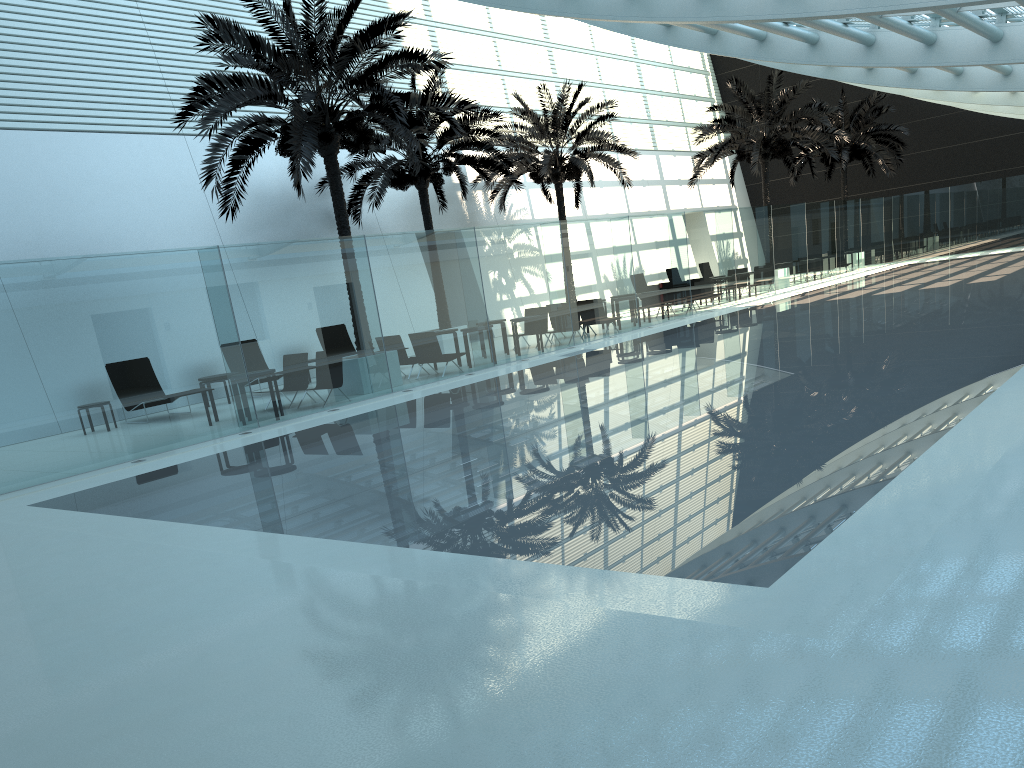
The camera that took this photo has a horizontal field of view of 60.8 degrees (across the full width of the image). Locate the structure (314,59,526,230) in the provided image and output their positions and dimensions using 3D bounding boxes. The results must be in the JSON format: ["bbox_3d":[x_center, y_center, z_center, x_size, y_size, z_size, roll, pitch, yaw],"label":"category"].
[{"bbox_3d":[-2.154,-4.148,21.536,4.659,7.097,4.093,-4,14,18],"label":"structure"}]

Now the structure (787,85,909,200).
[{"bbox_3d":[13.636,-8.227,35.285,4.473,7.289,4.602,-4,14,18],"label":"structure"}]

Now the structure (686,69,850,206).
[{"bbox_3d":[8.582,-6.769,29.350,4.816,7.290,4.274,0,16,32],"label":"structure"}]

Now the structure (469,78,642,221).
[{"bbox_3d":[1.391,-5.244,26.041,4.597,7.161,4.150,-12,14,-16],"label":"structure"}]

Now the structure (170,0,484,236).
[{"bbox_3d":[-3.245,-3.343,15.358,4.357,7.289,4.727,-16,16,-31],"label":"structure"}]
